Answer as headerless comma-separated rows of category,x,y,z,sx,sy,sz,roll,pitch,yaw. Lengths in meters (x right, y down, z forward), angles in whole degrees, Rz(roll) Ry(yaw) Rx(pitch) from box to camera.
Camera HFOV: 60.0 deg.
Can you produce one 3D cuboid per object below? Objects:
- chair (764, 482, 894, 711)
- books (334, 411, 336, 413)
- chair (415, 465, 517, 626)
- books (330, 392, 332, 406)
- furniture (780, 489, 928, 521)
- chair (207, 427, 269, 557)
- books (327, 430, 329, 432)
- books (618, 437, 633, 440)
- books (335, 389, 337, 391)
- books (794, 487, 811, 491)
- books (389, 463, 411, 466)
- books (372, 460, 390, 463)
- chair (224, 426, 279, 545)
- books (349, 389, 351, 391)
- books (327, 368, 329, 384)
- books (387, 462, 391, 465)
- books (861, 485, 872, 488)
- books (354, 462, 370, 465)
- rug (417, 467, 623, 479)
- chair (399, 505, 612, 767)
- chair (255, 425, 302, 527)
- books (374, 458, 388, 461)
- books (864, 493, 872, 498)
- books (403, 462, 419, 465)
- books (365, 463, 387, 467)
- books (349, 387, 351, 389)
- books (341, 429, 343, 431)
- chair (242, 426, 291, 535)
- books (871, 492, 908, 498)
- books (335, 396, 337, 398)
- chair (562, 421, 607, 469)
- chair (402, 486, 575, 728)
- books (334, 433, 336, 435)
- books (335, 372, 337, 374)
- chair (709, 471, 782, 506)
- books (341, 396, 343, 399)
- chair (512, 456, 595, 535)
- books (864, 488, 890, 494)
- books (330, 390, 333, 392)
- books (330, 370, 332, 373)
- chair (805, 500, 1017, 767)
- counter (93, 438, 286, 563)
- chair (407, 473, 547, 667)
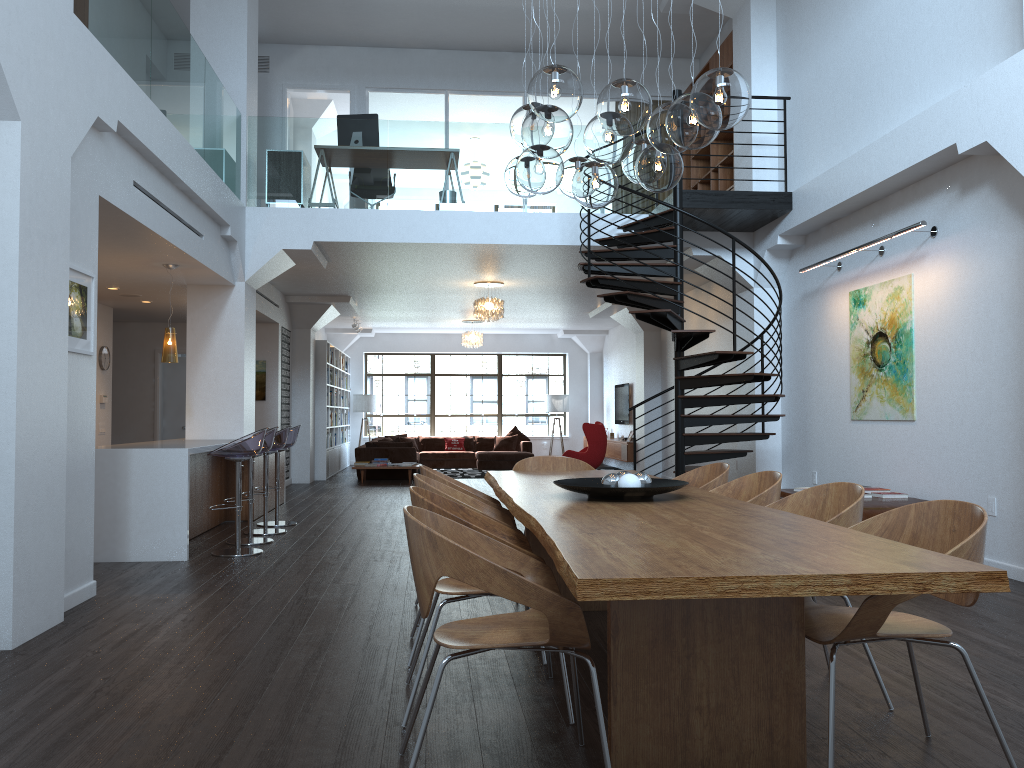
chair,1.100,0.817,3.568,0.618,0.833,0.629,0,-2,-5
books,-3.465,0.659,16.990,0.176,0.290,0.036,0,-2,-6
chair,-0.232,0.870,4.990,0.618,0.833,0.629,0,-2,-7
books,-3.386,0.277,16.199,0.182,0.253,0.034,0,-2,-5
furniture,2.805,1.134,7.244,0.907,0.453,1.819,0,-2,-5
chair,-2.217,0.858,7.176,0.481,1.014,0.530,0,-2,-3
books,-3.320,0.818,15.492,0.223,0.027,0.161,0,-2,4
books,2.223,1.064,17.160,0.250,0.053,0.400,0,-2,-5
books,-3.434,0.111,16.742,0.223,0.027,0.161,0,-2,4
books,2.568,0.912,7.647,0.161,0.031,0.223,1,-2,-27
books,-1.874,1.347,14.830,0.342,0.040,0.231,-2,-2,35
books,-2.246,1.326,15.214,0.279,0.035,0.191,0,-2,5
chair,-2.302,0.880,7.803,0.481,1.014,0.530,0,-2,-7
books,-3.723,0.125,19.521,0.284,0.035,0.197,-1,-2,25
books,-3.328,-0.137,15.689,0.176,0.290,0.053,0,-2,-5
books,-2.241,1.362,15.209,0.312,0.037,0.216,0,-2,-15
books,2.968,0.908,7.724,0.254,0.044,0.183,0,-2,-10
books,-2.552,1.356,15.121,0.241,0.045,0.334,0,-2,-4
rug,0.204,1.714,17.176,4.200,0.007,3.100,0,-2,-4
chair,-0.040,0.788,2.687,0.618,0.833,0.629,0,-2,-5
chair,-2.401,0.925,9.066,0.481,1.014,0.530,0,-2,-3
books,-2.241,1.295,15.213,0.224,0.027,0.157,0,-2,0
books,2.728,0.887,7.075,0.224,0.032,0.161,0,-2,-5
books,-1.751,1.361,15.186,0.256,0.035,0.350,-1,-2,20
books,-2.275,1.349,14.802,0.236,0.035,0.340,-1,-2,20
books,-3.723,0.091,19.522,0.284,0.033,0.197,0,-2,10
books,-3.588,1.086,18.343,0.176,0.290,0.036,0,-2,-6
chair,-2.343,0.903,8.438,0.481,1.014,0.530,0,-2,-7
books,3.011,0.887,7.075,0.224,0.036,0.161,0,-2,-11
books,-3.493,0.252,17.146,0.183,0.042,0.253,0,-2,-5
chair,1.240,1.145,15.260,0.801,1.006,0.798,-1,-2,20
chair,-0.109,0.815,3.452,0.618,0.833,0.629,0,-2,-5
books,-3.485,1.076,17.226,0.140,0.231,0.042,0,-2,-5
books,-3.478,-0.086,17.139,0.176,0.290,0.053,0,-2,-5
chair,1.012,0.844,4.326,0.618,0.833,0.629,0,-2,-4
books,-3.587,0.369,18.477,0.140,0.231,0.042,0,-2,-5
chair,0.301,0.898,5.792,0.629,0.833,0.618,0,-2,-10
books,2.979,0.894,7.405,0.283,0.043,0.197,0,-2,-6
books,-3.412,0.267,16.435,0.176,0.294,0.102,0,-2,-5
books,-3.430,-0.109,16.420,0.198,0.284,0.049,0,-2,-5
chair,1.158,0.790,2.790,0.618,0.833,0.629,0,-2,-5
counter,-2.085,0.949,7.509,3.039,0.860,8.182,1,-2,-35
chair,-0.179,0.843,4.212,0.618,0.833,0.629,0,-2,-5
